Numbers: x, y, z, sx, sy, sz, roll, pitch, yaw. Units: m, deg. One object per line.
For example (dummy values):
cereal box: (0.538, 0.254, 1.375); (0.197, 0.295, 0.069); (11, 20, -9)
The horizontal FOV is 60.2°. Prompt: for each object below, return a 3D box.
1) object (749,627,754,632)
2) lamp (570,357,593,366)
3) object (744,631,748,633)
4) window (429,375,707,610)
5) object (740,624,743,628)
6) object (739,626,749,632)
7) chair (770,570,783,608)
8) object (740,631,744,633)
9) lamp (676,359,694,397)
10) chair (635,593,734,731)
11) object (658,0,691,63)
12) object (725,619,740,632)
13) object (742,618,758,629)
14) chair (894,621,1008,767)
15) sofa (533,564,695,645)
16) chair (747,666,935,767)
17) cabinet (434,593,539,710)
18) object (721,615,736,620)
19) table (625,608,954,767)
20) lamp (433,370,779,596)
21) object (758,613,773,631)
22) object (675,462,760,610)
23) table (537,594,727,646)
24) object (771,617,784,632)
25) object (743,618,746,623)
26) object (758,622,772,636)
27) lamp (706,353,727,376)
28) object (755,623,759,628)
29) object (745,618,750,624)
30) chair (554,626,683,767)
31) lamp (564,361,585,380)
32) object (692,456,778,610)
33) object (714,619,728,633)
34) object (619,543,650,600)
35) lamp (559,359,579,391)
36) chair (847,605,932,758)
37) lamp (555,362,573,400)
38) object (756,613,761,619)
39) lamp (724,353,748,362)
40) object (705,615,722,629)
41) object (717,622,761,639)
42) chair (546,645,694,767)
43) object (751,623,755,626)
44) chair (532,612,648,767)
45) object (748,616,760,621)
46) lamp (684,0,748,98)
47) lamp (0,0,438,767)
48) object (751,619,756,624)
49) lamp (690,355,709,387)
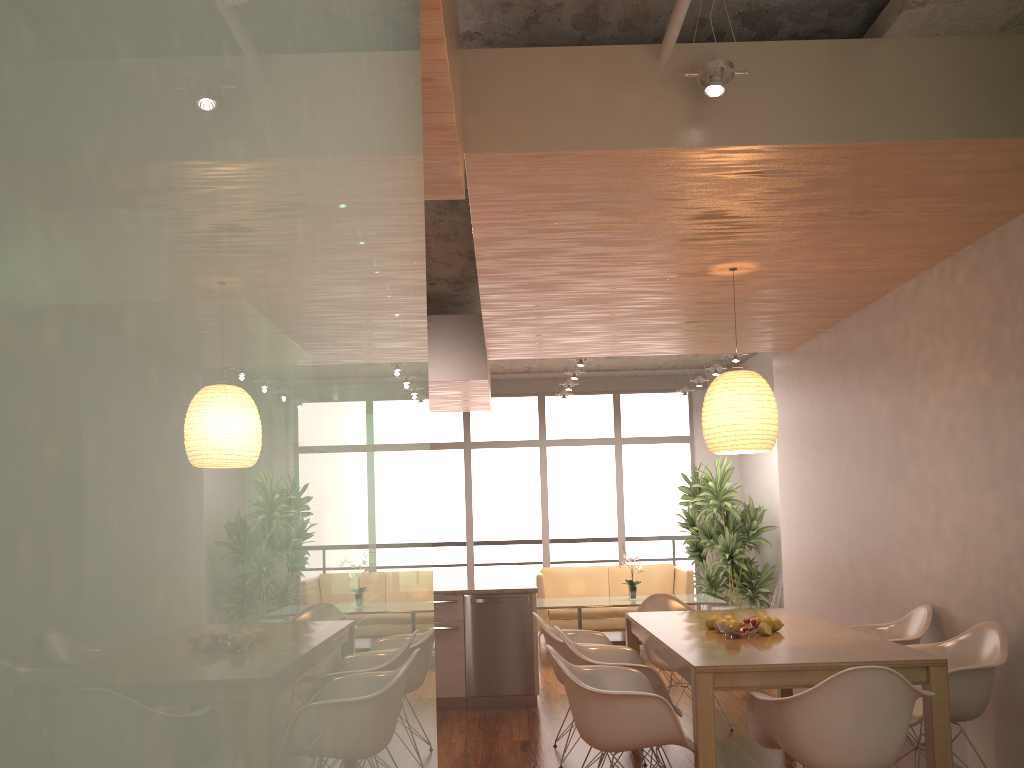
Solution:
object: (1.187, 1.218, 4.377); (0.026, 0.026, 0.023); (-3, -6, 12)
lamp: (0.679, -0.417, 8.726); (0.198, 0.480, 0.135); (1, -5, -33)
object: (1.157, 1.230, 4.350); (0.025, 0.026, 0.026); (-5, -7, 29)
window: (-1.600, 1.628, 11.870); (8.559, 3.261, 0.062); (-2, -3, 0)
object: (1.220, 1.288, 4.689); (0.026, 0.023, 0.026); (-2, -6, 4)
object: (1.159, 1.230, 4.406); (0.093, 0.043, 0.076); (6, -11, -44)
chair: (2.290, 2.180, 8.256); (0.563, 0.895, 0.545); (-3, -5, 20)
object: (1.138, 1.232, 4.365); (0.026, 0.025, 0.026); (-4, -7, 24)
lamp: (2.190, -0.081, 11.186); (0.198, 0.480, 0.135); (1, -5, -33)
chair: (1.145, 1.895, 6.060); (0.682, 0.855, 0.649); (0, -5, -16)
object: (0.545, -1.604, 1.080); (0.135, 0.111, 4.523); (-2, -9, -1)
object: (1.093, 1.202, 4.370); (0.082, 0.071, 0.081); (1, -7, -24)
object: (1.244, 1.245, 4.557); (0.083, 0.074, 0.079); (3, -8, -37)
chair: (2.062, 1.593, 4.266); (0.642, 0.855, 0.691); (-1, -6, -11)
sofa: (1.173, 2.571, 10.391); (1.801, 0.832, 0.886); (-2, -6, 0)
chair: (1.295, 1.495, 3.484); (0.683, 0.855, 0.648); (-1, -5, -6)
cabinet: (-0.767, 1.131, 5.363); (1.914, 2.258, 4.284); (-2, -8, -1)
object: (1.154, 1.265, 4.692); (0.078, 0.077, 0.081); (1, -7, -25)
table: (1.254, 1.689, 4.582); (1.026, 0.803, 2.092); (-2, -8, -1)
lamp: (-0.133, 0.812, 5.984); (3.216, 1.338, 3.096); (-2, -8, 0)
object: (1.294, 1.219, 4.505); (0.074, 0.093, 0.076); (-2, -5, 7)
object: (2.629, 2.018, 11.164); (1.084, 2.091, 0.970); (-3, -4, 18)
table: (1.177, 2.511, 9.104); (1.870, 0.556, 0.948); (-2, -7, 0)
object: (1.349, 1.239, 4.550); (0.081, 0.071, 0.083); (0, -7, -11)
object: (1.205, 1.221, 4.548); (0.025, 0.026, 0.026); (2, -7, -33)
object: (1.259, 1.221, 4.405); (0.064, 0.068, 0.074); (-6, -8, 37)
lamp: (2.203, -0.333, 9.549); (0.198, 0.480, 0.135); (1, -5, -33)
object: (1.247, 1.227, 4.485); (0.026, 0.026, 0.024); (-2, -6, -1)
object: (1.207, 1.214, 4.520); (0.026, 0.026, 0.024); (-5, -7, 32)
chair: (0.554, 1.688, 4.607); (0.642, 0.855, 0.690); (-1, -5, -6)
lamp: (0.673, -0.291, 9.545); (0.198, 0.480, 0.135); (1, -5, -33)
object: (2.649, 1.914, 10.489); (0.969, 2.091, 1.085); (-3, -5, 13)
object: (1.088, 1.247, 4.552); (0.081, 0.071, 0.083); (0, -7, -11)
object: (1.245, 1.933, 9.109); (0.298, 0.586, 0.374); (-1, -5, -6)
lamp: (0.666, -0.165, 10.364); (0.198, 0.480, 0.135); (1, -5, -33)
chair: (2.121, 1.726, 5.142); (0.642, 0.855, 0.690); (-2, -5, -1)
lamp: (0.659, -0.039, 11.182); (0.198, 0.480, 0.135); (1, -5, -33)
object: (1.303, 1.241, 4.596); (0.072, 0.099, 0.074); (-5, -6, 34)
lamp: (2.210, -0.459, 8.730); (0.198, 0.480, 0.135); (1, -5, -33)
object: (1.070, 1.271, 4.706); (0.078, 0.077, 0.081); (0, -6, -15)
object: (1.124, 1.224, 4.375); (0.174, 0.060, 0.176); (-2, -8, 0)
chair: (0.485, 1.577, 3.915); (0.642, 0.843, 0.690); (-1, -5, -6)
object: (1.227, 1.224, 4.503); (0.024, 0.026, 0.026); (0, -6, -20)
chair: (0.457, 1.799, 5.313); (0.642, 0.855, 0.690); (-1, -5, -6)
object: (1.244, 1.206, 4.540); (0.070, 0.021, 0.065); (5, -11, -40)
lamp: (0.724, -1.273, 3.165); (0.198, 0.480, 0.135); (1, -5, -33)
lamp: (0.923, 0.317, 4.032); (0.447, 3.372, 8.266); (-3, -8, 17)
object: (1.230, 1.209, 4.492); (0.024, 0.026, 0.026); (0, -6, -20)
lamp: (2.196, -0.207, 10.367); (0.198, 0.480, 0.135); (1, -5, -33)
